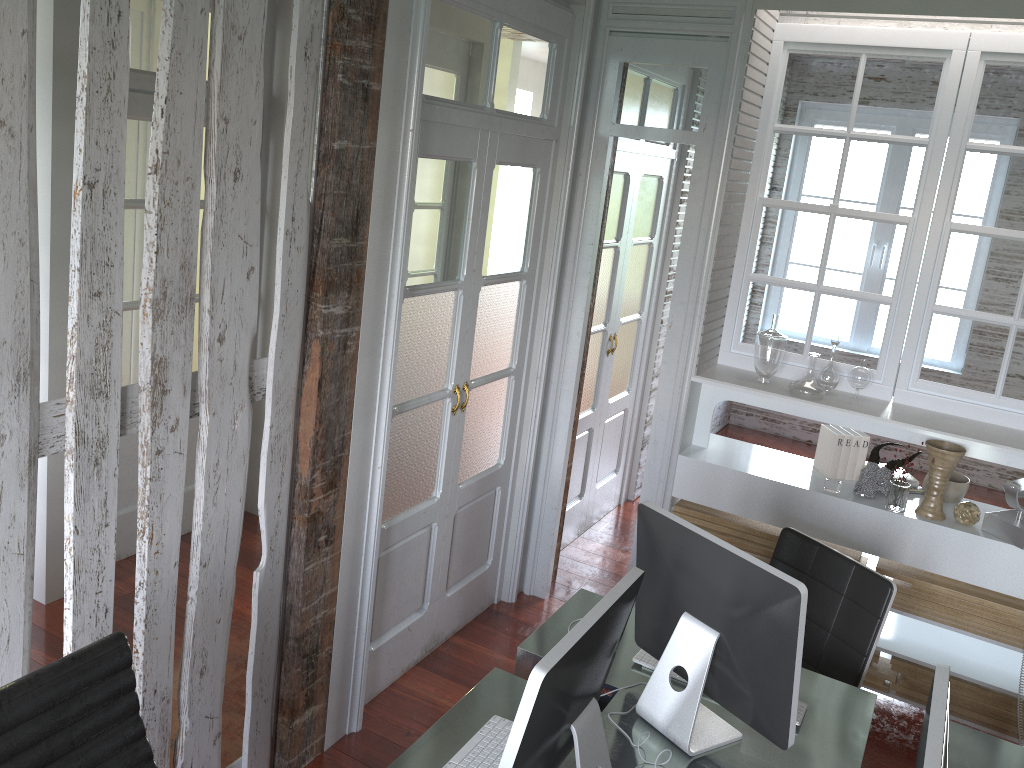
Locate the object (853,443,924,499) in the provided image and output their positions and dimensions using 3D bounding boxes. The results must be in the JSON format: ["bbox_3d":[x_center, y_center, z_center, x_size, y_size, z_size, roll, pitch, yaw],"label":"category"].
[{"bbox_3d":[1.502,0.351,3.569,0.383,0.177,0.160,-4,17,-36],"label":"object"}]

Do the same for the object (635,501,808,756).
[{"bbox_3d":[0.443,0.585,2.073,0.190,0.480,0.489,-2,16,-37],"label":"object"}]

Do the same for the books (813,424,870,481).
[{"bbox_3d":[1.387,0.288,3.728,0.150,0.191,0.145,5,13,-8],"label":"books"}]

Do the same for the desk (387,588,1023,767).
[{"bbox_3d":[0.146,1.342,1.431,1.307,0.719,2.525,14,16,26],"label":"desk"}]

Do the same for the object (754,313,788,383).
[{"bbox_3d":[1.071,-0.138,3.687,0.129,0.312,0.130,-2,15,-37],"label":"object"}]

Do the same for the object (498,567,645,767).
[{"bbox_3d":[0.117,0.649,1.680,0.190,0.479,0.487,13,15,26],"label":"object"}]

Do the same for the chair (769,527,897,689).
[{"bbox_3d":[0.733,0.981,2.723,0.602,0.909,0.480,-1,15,-32],"label":"chair"}]

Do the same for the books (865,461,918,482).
[{"bbox_3d":[1.587,0.368,3.731,0.168,0.007,0.192,7,15,-2],"label":"books"}]

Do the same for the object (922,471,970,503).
[{"bbox_3d":[1.760,0.393,3.584,0.160,0.151,0.218,10,14,12],"label":"object"}]

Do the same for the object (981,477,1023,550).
[{"bbox_3d":[1.878,0.437,3.243,0.188,0.269,0.168,0,14,-27],"label":"object"}]

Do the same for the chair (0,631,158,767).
[{"bbox_3d":[-0.682,1.074,1.508,0.701,1.011,0.670,12,14,21],"label":"chair"}]

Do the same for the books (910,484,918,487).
[{"bbox_3d":[1.584,0.388,3.734,0.168,0.007,0.192,5,15,-8],"label":"books"}]

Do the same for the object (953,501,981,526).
[{"bbox_3d":[1.716,0.485,3.339,0.091,0.086,0.094,0,15,-26],"label":"object"}]

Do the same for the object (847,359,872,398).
[{"bbox_3d":[1.416,-0.009,3.614,0.094,0.186,0.095,7,12,1],"label":"object"}]

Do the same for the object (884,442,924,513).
[{"bbox_3d":[1.500,0.347,3.374,0.128,0.284,0.130,6,12,-6],"label":"object"}]

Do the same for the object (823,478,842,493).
[{"bbox_3d":[1.271,0.404,3.511,0.066,0.040,0.067,3,14,-15],"label":"object"}]

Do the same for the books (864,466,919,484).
[{"bbox_3d":[1.587,0.375,3.731,0.168,0.007,0.192,5,15,-8],"label":"books"}]

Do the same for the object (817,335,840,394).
[{"bbox_3d":[1.300,-0.067,3.617,0.088,0.268,0.088,12,13,21],"label":"object"}]

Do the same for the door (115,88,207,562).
[{"bbox_3d":[-1.572,-0.242,4.009,0.041,2.063,1.083,13,14,26],"label":"door"}]

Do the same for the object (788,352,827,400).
[{"bbox_3d":[1.192,-0.025,3.544,0.148,0.198,0.149,9,13,9],"label":"object"}]

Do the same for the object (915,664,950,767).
[{"bbox_3d":[0.648,0.778,1.438,0.190,0.479,0.487,13,15,26],"label":"object"}]

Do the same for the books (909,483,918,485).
[{"bbox_3d":[1.585,0.381,3.732,0.168,0.007,0.192,5,15,-8],"label":"books"}]

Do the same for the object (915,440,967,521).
[{"bbox_3d":[1.620,0.367,3.368,0.144,0.275,0.144,18,16,40],"label":"object"}]

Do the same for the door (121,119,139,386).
[{"bbox_3d":[-2.323,-0.432,4.378,0.041,2.063,1.083,13,14,26],"label":"door"}]

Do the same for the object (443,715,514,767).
[{"bbox_3d":[-0.092,0.820,1.849,0.119,0.017,0.442,14,16,26],"label":"object"}]

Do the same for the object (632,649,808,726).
[{"bbox_3d":[0.536,0.775,2.303,0.441,0.017,0.119,14,16,26],"label":"object"}]

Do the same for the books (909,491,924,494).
[{"bbox_3d":[1.583,0.406,3.726,0.180,0.011,0.249,5,15,-8],"label":"books"}]

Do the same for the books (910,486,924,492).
[{"bbox_3d":[1.584,0.398,3.724,0.180,0.007,0.249,5,15,-8],"label":"books"}]
